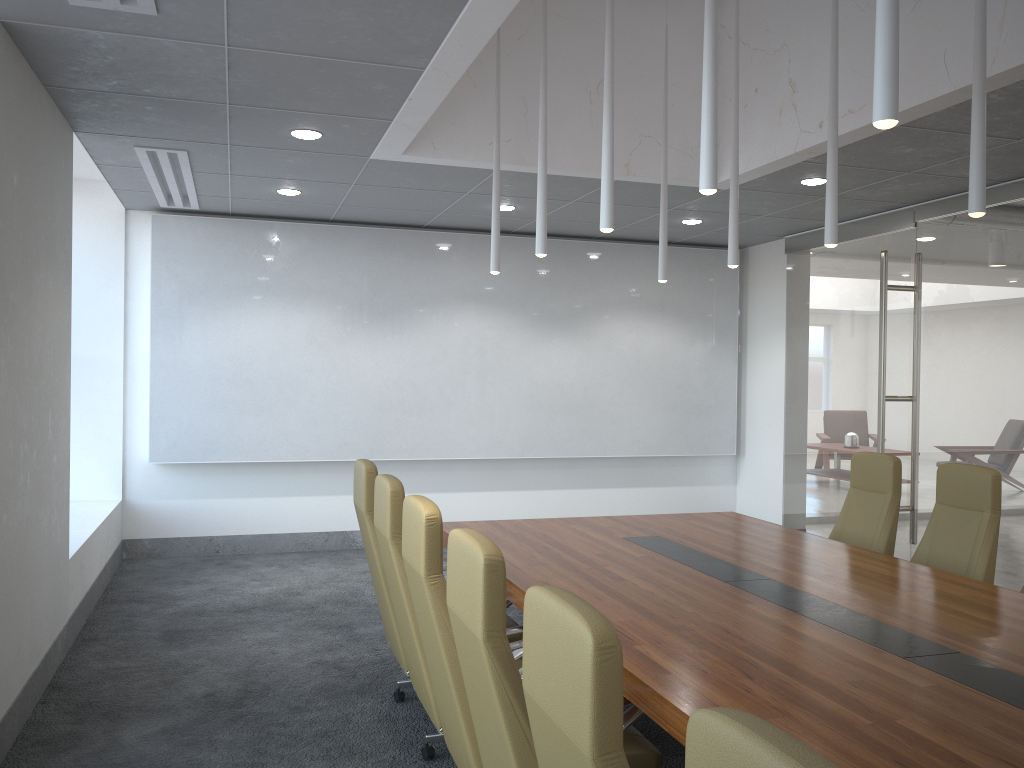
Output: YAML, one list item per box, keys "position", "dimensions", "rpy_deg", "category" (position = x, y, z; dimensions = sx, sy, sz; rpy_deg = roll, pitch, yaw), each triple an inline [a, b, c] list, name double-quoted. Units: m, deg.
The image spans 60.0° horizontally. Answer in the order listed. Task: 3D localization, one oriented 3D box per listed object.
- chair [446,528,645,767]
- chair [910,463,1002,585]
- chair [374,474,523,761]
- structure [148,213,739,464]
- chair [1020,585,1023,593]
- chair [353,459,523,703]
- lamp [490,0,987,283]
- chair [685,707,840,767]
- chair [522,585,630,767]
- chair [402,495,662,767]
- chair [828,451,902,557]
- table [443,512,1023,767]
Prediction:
- position: [0.292, 1.169, 2.866]
  dimensions: [0.955, 1.406, 0.711]
  rpy_deg: [1, 1, -17]
  category: "chair"
- position: [2.298, 1.177, 5.170]
  dimensions: [0.955, 1.406, 0.711]
  rpy_deg: [1, 1, -17]
  category: "chair"
- position: [-0.183, 1.148, 4.383]
  dimensions: [0.955, 1.406, 0.711]
  rpy_deg: [1, 1, -17]
  category: "chair"
- position: [1.605, -0.322, 3.249]
  dimensions: [6.600, 2.466, 13.989]
  rpy_deg: [1, 1, -17]
  category: "structure"
- position: [2.540, 1.187, 4.398]
  dimensions: [0.955, 1.406, 0.711]
  rpy_deg: [1, 1, -17]
  category: "chair"
- position: [-0.421, 1.138, 5.144]
  dimensions: [0.955, 1.406, 0.711]
  rpy_deg: [1, 1, -17]
  category: "chair"
- position: [1.576, -1.922, 3.214]
  dimensions: [2.619, 2.378, 7.258]
  rpy_deg: [1, 1, -17]
  category: "lamp"
- position: [0.773, 1.190, 1.326]
  dimensions: [0.955, 1.406, 0.711]
  rpy_deg: [1, 1, -17]
  category: "chair"
- position: [0.532, 1.180, 2.098]
  dimensions: [0.955, 1.406, 0.711]
  rpy_deg: [1, 1, -17]
  category: "chair"
- position: [0.048, 1.159, 3.642]
  dimensions: [0.955, 1.406, 0.711]
  rpy_deg: [1, 1, -17]
  category: "chair"
- position: [2.059, 1.166, 5.933]
  dimensions: [0.955, 1.406, 0.711]
  rpy_deg: [1, 1, -17]
  category: "chair"
- position: [1.528, 1.438, 3.245]
  dimensions: [2.300, 0.895, 6.500]
  rpy_deg: [1, 1, -17]
  category: "table"
